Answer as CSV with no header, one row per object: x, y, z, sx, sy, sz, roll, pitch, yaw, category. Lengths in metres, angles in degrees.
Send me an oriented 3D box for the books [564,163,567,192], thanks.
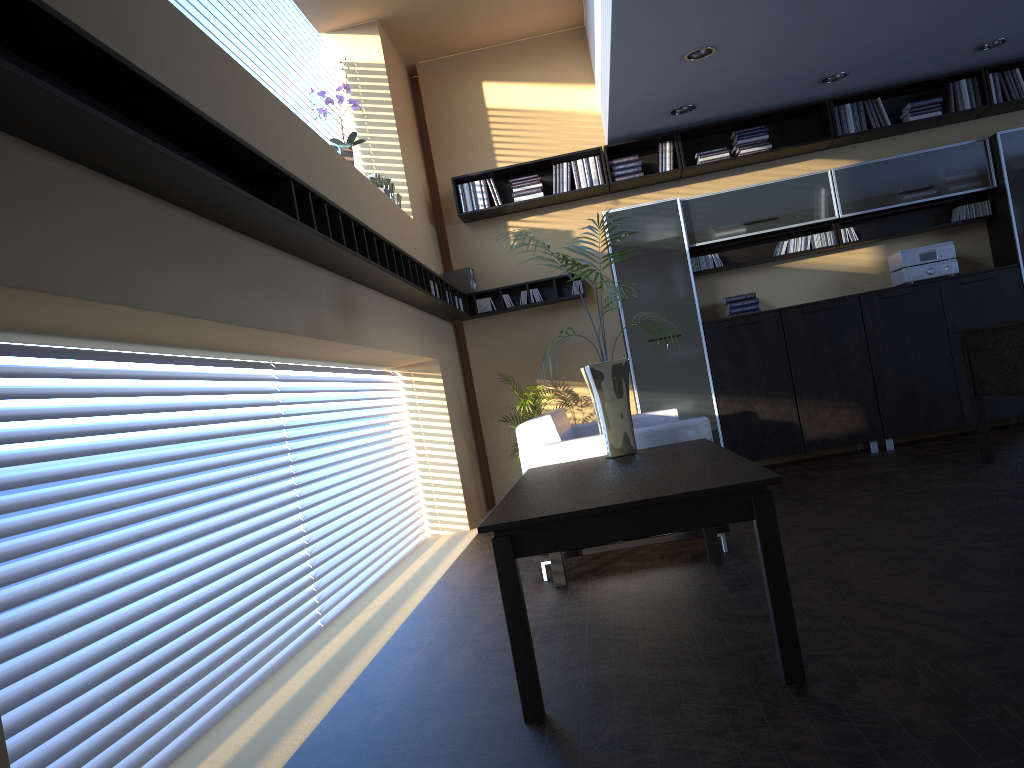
0.472,-1.788,7.786,0.075,0.259,0.207,-10,0,5,books

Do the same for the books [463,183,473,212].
-0.376,-1.632,7.881,0.050,0.258,0.207,-10,0,5,books

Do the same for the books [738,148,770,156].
2.071,-1.966,7.626,0.258,0.028,0.207,-10,-1,5,books

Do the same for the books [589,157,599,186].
0.719,-1.833,7.759,0.050,0.258,0.207,-10,0,5,books

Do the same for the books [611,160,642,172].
1.000,-1.882,7.741,0.258,0.050,0.207,-10,-1,6,books

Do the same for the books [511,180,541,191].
0.128,-1.741,7.819,0.258,0.028,0.207,-10,-1,6,books

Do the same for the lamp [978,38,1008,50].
3.729,-2.683,6.885,0.209,0.096,0.208,-10,-1,0,lamp

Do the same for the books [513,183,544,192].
0.146,-1.714,7.838,0.258,0.028,0.207,-10,-1,6,books

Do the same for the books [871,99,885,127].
3.079,-2.264,7.521,0.072,0.258,0.207,-10,0,6,books

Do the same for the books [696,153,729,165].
1.732,-1.933,7.655,0.258,0.028,0.207,-10,-1,6,books

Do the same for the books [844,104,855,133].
2.851,-2.224,7.547,0.050,0.258,0.207,-10,0,6,books

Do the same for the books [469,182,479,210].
-0.326,-1.641,7.866,0.050,0.258,0.207,-10,0,5,books

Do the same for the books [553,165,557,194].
0.379,-1.771,7.802,0.075,0.259,0.207,-10,0,5,books

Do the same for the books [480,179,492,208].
-0.224,-1.660,7.863,0.050,0.258,0.207,-10,0,5,books

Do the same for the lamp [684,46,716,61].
1.248,-2.253,5.930,0.209,0.096,0.208,-10,-1,-12,lamp

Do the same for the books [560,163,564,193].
0.441,-1.782,7.788,0.075,0.259,0.207,-10,0,6,books

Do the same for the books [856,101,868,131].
2.953,-2.243,7.540,0.050,0.258,0.207,-10,0,6,books

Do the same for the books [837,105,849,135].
2.801,-2.215,7.557,0.050,0.258,0.207,-10,0,6,books

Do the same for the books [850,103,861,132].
2.903,-2.234,7.548,0.050,0.258,0.207,-10,0,6,books

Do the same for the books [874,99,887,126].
3.101,-2.270,7.534,0.072,0.258,0.207,-10,0,6,books

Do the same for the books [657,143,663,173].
1.288,-1.937,7.711,0.075,0.259,0.207,-10,0,5,books

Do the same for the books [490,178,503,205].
-0.131,-1.677,7.852,0.075,0.259,0.207,-10,0,5,books

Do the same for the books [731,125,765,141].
2.026,-2.161,7.628,0.258,0.028,0.207,-10,-1,6,books

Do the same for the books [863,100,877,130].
3.016,-2.255,7.532,0.075,0.259,0.207,-10,0,6,books

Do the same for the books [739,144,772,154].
2.088,-1.998,7.633,0.258,0.028,0.207,-10,-1,6,books

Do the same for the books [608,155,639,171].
0.969,-1.928,7.739,0.258,0.050,0.207,-10,-1,5,books

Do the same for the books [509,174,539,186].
0.111,-1.795,7.834,0.258,0.028,0.207,-10,-1,6,books

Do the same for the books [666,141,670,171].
1.349,-1.949,7.695,0.075,0.259,0.207,-10,0,5,books

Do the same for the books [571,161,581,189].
0.567,-1.805,7.782,0.050,0.258,0.207,-10,0,6,books

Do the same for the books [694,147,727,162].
1.714,-1.987,7.668,0.258,0.028,0.207,-10,-1,5,books

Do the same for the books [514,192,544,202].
0.157,-1.623,7.823,0.258,0.050,0.207,-10,-1,6,books

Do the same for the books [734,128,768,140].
2.052,-2.137,7.623,0.258,0.028,0.207,-10,-1,5,books

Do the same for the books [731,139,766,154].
2.039,-2.046,7.648,0.258,0.028,0.207,-10,-1,5,books

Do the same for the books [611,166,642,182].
0.996,-1.830,7.733,0.258,0.050,0.207,-10,-1,5,books

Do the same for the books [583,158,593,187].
0.668,-1.824,7.764,0.050,0.258,0.207,-10,0,6,books

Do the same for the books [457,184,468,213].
-0.428,-1.623,7.884,0.050,0.258,0.207,-10,0,5,books

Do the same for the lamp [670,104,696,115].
1.368,-2.249,7.130,0.209,0.096,0.207,-11,-1,24,lamp

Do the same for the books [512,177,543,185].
0.137,-1.770,7.833,0.258,0.028,0.207,-10,-1,5,books

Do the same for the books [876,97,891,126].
3.122,-2.274,7.507,0.072,0.258,0.207,-10,0,5,books

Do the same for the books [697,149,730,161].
1.740,-1.963,7.660,0.258,0.028,0.207,-10,-1,5,books

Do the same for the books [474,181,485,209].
-0.275,-1.651,7.868,0.050,0.258,0.207,-10,0,6,books

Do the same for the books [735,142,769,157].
2.063,-2.022,7.633,0.258,0.028,0.207,-10,-1,5,books

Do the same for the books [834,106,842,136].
2.750,-2.206,7.563,0.050,0.258,0.207,-10,0,6,books

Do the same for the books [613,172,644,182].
1.016,-1.781,7.737,0.258,0.050,0.207,-10,-1,5,books

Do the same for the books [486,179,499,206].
-0.162,-1.671,7.860,0.075,0.259,0.207,-10,0,5,books

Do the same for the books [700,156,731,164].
1.747,-1.906,7.652,0.258,0.028,0.207,-10,-1,6,books

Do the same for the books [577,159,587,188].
0.617,-1.814,7.777,0.050,0.258,0.207,-10,0,5,books

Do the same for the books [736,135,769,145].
2.062,-2.081,7.637,0.258,0.028,0.207,-10,-1,6,books

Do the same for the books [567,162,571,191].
0.504,-1.794,7.798,0.075,0.259,0.207,-10,0,5,books

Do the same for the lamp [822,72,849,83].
2.548,-2.466,7.008,0.209,0.096,0.208,-10,-1,0,lamp

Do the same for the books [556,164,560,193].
0.410,-1.776,7.793,0.075,0.259,0.207,-10,0,5,books

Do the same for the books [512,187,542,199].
0.138,-1.672,7.829,0.258,0.050,0.207,-10,-1,5,books

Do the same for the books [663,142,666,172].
1.319,-1.943,7.712,0.075,0.259,0.207,-10,0,5,books

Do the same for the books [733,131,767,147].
2.045,-2.107,7.627,0.258,0.028,0.207,-10,-1,5,books
